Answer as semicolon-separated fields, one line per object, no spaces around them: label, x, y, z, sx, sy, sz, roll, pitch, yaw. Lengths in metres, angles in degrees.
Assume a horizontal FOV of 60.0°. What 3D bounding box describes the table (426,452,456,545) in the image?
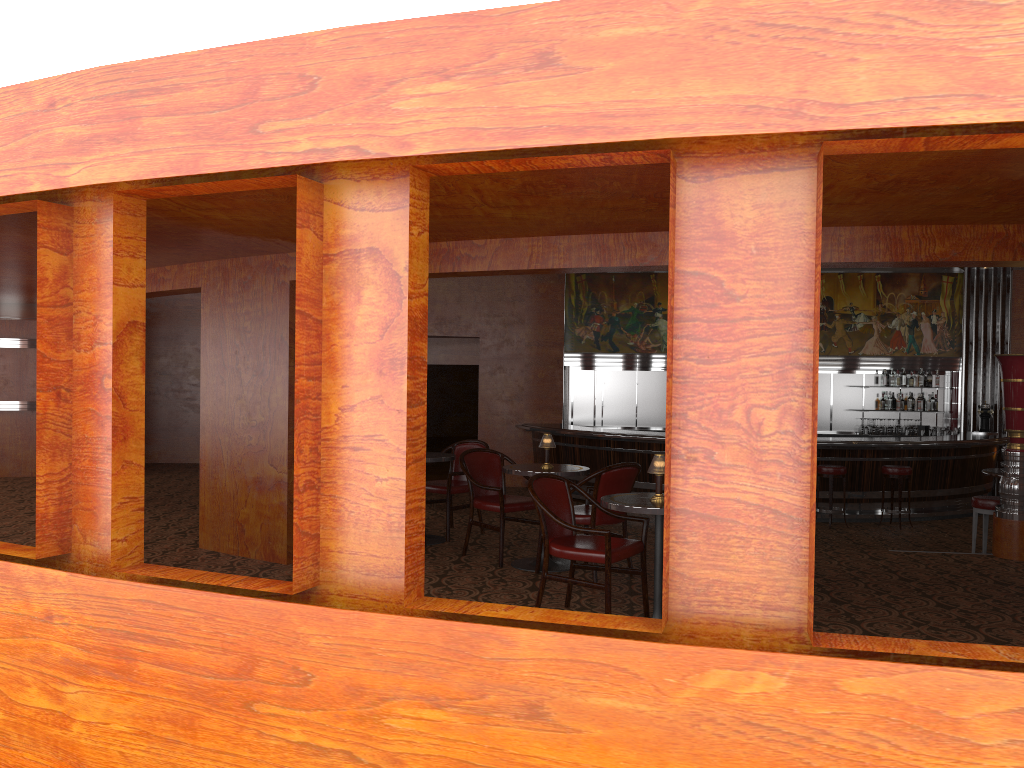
table;-0.796;0.954;7.447;0.640;0.720;0.639;1;1;-4

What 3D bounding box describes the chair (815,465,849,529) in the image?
chair;3.948;1.390;10.971;0.350;0.756;0.350;1;1;-19

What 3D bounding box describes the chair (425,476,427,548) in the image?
chair;-1.084;0.904;7.095;0.587;0.817;0.615;2;1;42

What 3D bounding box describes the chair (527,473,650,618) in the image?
chair;0.404;0.937;5.055;0.615;0.817;0.588;1;1;32

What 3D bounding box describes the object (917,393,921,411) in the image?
object;6.425;0.288;13.996;0.067;0.283;0.067;1;1;-19

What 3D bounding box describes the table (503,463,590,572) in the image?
table;0.245;0.975;6.529;0.639;0.720;0.639;1;1;33

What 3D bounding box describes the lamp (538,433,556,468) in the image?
lamp;0.258;0.490;6.520;0.130;0.250;0.130;1;1;28

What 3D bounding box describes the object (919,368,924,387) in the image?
object;6.470;-0.101;14.009;0.078;0.305;0.078;1;1;-13

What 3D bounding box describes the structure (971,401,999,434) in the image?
structure;7.236;0.531;13.561;0.360;0.540;0.280;1;1;27

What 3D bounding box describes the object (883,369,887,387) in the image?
object;5.923;-0.099;14.079;0.067;0.283;0.067;0;1;-38

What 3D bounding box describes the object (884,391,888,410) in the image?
object;6.017;0.270;14.190;0.078;0.305;0.206;1;1;3

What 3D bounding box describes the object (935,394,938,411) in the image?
object;6.749;0.298;14.133;0.080;0.272;0.080;1;1;5

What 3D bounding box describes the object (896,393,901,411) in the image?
object;6.145;0.283;14.083;0.067;0.283;0.067;0;1;-28

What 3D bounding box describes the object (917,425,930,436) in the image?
object;6.487;0.731;13.993;0.169;0.156;0.195;1;1;32

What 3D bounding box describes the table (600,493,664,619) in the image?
table;0.798;0.992;4.833;0.639;0.720;0.639;1;1;36

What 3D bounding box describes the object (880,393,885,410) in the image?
object;5.927;0.285;14.172;0.080;0.272;0.080;1;1;10

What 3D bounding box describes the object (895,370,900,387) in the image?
object;6.113;-0.090;14.057;0.080;0.272;0.080;1;1;0

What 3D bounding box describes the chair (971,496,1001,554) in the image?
chair;4.363;1.411;8.058;0.350;0.756;0.350;0;1;-34

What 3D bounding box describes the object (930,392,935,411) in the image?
object;6.666;0.280;14.055;0.078;0.305;0.078;1;1;20

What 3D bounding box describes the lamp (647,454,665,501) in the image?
lamp;0.801;0.507;4.822;0.130;0.250;0.130;0;1;-27

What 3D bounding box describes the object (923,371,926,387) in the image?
object;6.568;-0.076;14.150;0.090;0.256;0.090;1;1;13

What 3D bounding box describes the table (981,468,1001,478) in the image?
table;4.911;1.316;8.392;0.849;0.960;0.849;1;1;9

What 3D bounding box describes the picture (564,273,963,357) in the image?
picture;3.979;-1.135;14.327;6.254;1.323;0.001;1;1;7

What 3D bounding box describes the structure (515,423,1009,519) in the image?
structure;3.753;1.231;12.767;7.810;1.047;3.206;1;0;7

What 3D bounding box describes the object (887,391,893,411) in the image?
object;6.012;0.270;14.100;0.078;0.305;0.078;1;1;0

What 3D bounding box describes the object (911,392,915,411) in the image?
object;6.369;0.282;14.124;0.090;0.293;0.090;1;1;1

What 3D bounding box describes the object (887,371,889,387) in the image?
object;6.005;-0.085;14.176;0.090;0.256;0.090;1;1;28

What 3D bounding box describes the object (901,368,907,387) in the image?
object;6.199;-0.106;14.025;0.078;0.305;0.078;1;1;-5

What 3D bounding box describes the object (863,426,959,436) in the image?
object;6.318;0.739;14.100;1.425;0.135;0.403;1;0;12

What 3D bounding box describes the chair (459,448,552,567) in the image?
chair;-0.087;0.920;6.826;0.588;0.817;0.615;0;1;-43

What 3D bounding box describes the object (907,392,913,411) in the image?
object;6.299;0.275;14.037;0.078;0.305;0.078;2;1;45

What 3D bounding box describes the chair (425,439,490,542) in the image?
chair;-0.528;0.908;7.803;0.587;0.817;0.615;2;1;42

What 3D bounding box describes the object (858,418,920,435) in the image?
object;6.020;0.680;14.086;0.951;0.245;0.396;1;1;10

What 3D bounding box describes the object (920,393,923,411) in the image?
object;6.486;0.289;14.058;0.067;0.283;0.067;0;1;-33

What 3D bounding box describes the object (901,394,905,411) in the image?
object;6.229;0.290;14.157;0.080;0.272;0.080;1;1;10

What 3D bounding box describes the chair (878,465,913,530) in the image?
chair;4.781;1.402;11.037;0.350;0.756;0.350;0;1;-42

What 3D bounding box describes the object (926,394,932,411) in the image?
object;6.590;0.296;14.019;0.080;0.272;0.080;1;1;10

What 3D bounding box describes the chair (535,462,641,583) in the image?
chair;0.570;0.933;6.210;0.588;0.817;0.615;0;1;-43

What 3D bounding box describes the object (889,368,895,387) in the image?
object;6.028;-0.108;14.066;0.078;0.305;0.078;1;1;-3

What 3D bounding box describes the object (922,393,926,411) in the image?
object;6.560;0.284;14.172;0.090;0.293;0.090;2;1;40

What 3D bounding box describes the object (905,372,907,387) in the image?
object;6.245;-0.070;14.107;0.068;0.235;0.212;1;1;27

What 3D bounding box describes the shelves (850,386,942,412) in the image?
shelves;5.525;0.140;14.203;2.594;0.568;0.339;1;1;7

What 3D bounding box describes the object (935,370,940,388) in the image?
object;6.708;-0.086;13.986;0.067;0.283;0.067;1;1;18

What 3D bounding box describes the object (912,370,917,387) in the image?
object;6.404;-0.086;14.122;0.080;0.272;0.080;0;1;-25

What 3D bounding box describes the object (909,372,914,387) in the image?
object;6.323;-0.070;14.035;0.070;0.238;0.070;1;1;-19

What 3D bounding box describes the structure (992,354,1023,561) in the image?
structure;5.922;0.011;7.816;4.353;3.606;0.549;1;1;-19

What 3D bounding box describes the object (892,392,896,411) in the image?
object;6.102;0.277;14.196;0.090;0.293;0.090;1;1;-14

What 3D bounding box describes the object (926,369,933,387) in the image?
object;6.583;-0.093;13.980;0.090;0.293;0.090;2;1;40
